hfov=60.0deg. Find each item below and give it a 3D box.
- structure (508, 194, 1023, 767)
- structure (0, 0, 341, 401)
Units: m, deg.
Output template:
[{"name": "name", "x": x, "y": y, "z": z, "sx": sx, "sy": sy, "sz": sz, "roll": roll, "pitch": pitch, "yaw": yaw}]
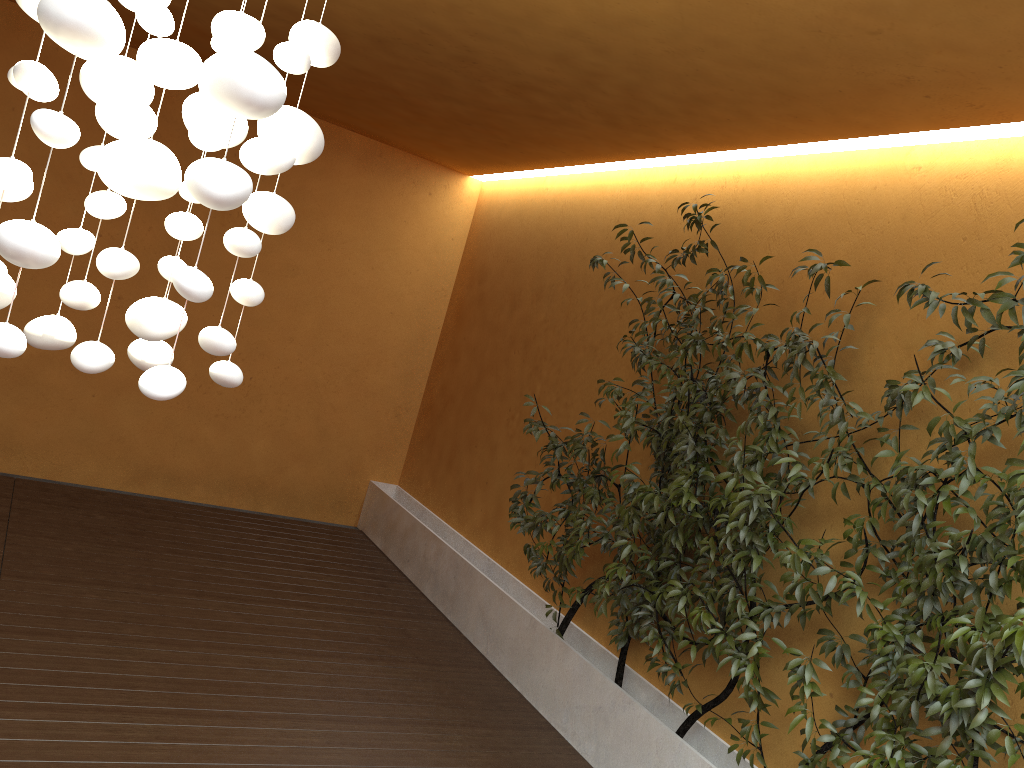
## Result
[{"name": "structure", "x": 0.945, "y": 0.378, "z": 3.611, "sx": 0.622, "sy": 2.483, "sz": 3.166, "roll": 14, "pitch": 3, "yaw": -30}, {"name": "structure", "x": -0.646, "y": -0.748, "z": 1.820, "sx": 1.002, "sy": 1.529, "sz": 1.002, "roll": 17, "pitch": 2, "yaw": 20}]
